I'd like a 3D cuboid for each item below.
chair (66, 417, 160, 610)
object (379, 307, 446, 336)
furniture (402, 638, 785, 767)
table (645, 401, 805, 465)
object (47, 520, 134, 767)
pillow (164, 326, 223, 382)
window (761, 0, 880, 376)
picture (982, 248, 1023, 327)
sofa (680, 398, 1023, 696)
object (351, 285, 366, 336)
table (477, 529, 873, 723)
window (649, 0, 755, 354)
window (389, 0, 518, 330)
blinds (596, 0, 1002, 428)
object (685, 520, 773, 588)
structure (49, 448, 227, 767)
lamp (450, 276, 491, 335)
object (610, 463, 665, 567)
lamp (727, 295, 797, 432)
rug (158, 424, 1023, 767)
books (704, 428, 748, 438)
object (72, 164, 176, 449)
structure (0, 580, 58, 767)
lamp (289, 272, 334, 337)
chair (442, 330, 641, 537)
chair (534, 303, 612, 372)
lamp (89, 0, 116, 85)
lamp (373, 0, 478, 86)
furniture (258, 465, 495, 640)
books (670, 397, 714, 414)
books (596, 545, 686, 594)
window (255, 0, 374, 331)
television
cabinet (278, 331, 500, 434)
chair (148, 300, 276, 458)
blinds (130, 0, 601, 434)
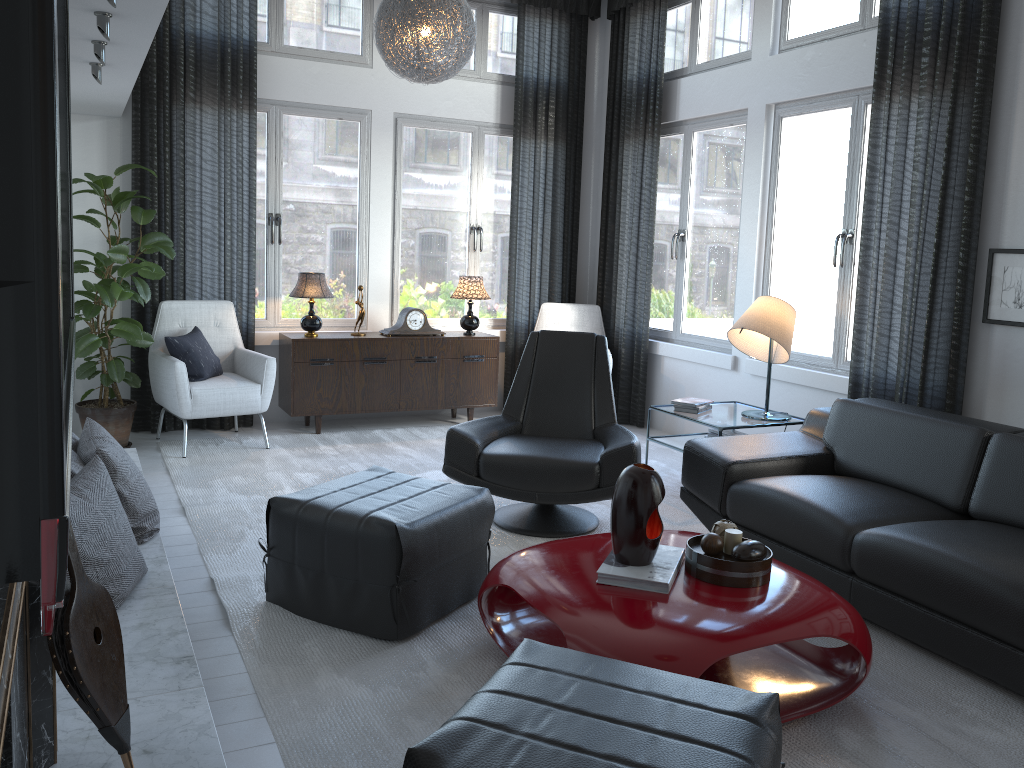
[{"bbox_3d":[-1.379,0.371,2.971,0.391,0.429,1.342,-1,9,-26],"label":"chair"},{"bbox_3d":[-0.656,-0.415,5.864,0.406,0.180,0.181,-2,9,-26],"label":"object"},{"bbox_3d":[0.161,0.787,1.614,0.599,0.376,0.616,6,9,22],"label":"furniture"},{"bbox_3d":[1.098,0.350,4.546,0.593,0.408,0.596,-2,9,-26],"label":"table"},{"bbox_3d":[-0.801,0.487,1.672,0.197,0.578,0.175,9,9,44],"label":"object"},{"bbox_3d":[-1.829,-0.172,5.116,0.252,0.294,0.358,2,8,0],"label":"pillow"},{"bbox_3d":[1.778,-1.199,4.583,0.133,2.312,1.274,-1,8,-26],"label":"window"},{"bbox_3d":[2.176,-0.397,3.696,0.020,0.325,0.429,-1,9,-26],"label":"picture"},{"bbox_3d":[1.535,0.477,3.125,0.937,0.614,1.913,-2,9,-26],"label":"sofa"},{"bbox_3d":[-0.987,-0.475,5.708,0.096,0.323,0.097,-1,8,-27],"label":"object"},{"bbox_3d":[0.449,0.680,2.585,0.942,0.299,0.943,-2,10,-26],"label":"table"},{"bbox_3d":[1.154,-1.417,5.846,0.133,2.312,1.274,-1,8,-26],"label":"window"},{"bbox_3d":[-0.246,-1.541,6.305,1.268,2.312,0.134,-1,7,-26],"label":"window"},{"bbox_3d":[1.329,-1.184,5.174,0.189,3.262,3.227,-1,8,-26],"label":"blinds"},{"bbox_3d":[0.623,0.480,2.546,0.243,0.132,0.243,4,8,11],"label":"object"},{"bbox_3d":[-0.462,0.945,1.116,0.393,0.134,7.241,-2,10,-26],"label":"structure"},{"bbox_3d":[-0.283,-0.533,6.019,0.280,0.395,0.282,2,7,-1],"label":"lamp"},{"bbox_3d":[0.356,0.366,2.514,0.151,0.279,0.153,4,7,13],"label":"object"},{"bbox_3d":[1.578,0.116,4.168,1.171,1.010,0.476,8,9,38],"label":"lamp"},{"bbox_3d":[0.952,0.877,2.392,2.955,0.032,7.806,-2,10,-26],"label":"rug"},{"bbox_3d":[1.126,0.278,4.622,0.177,0.053,0.231,-1,9,-22],"label":"books"},{"bbox_3d":[-2.173,-0.405,4.822,0.937,1.582,0.641,5,7,19],"label":"object"},{"bbox_3d":[-0.784,0.588,0.918,0.521,0.919,1.694,-1,9,-26],"label":"structure"},{"bbox_3d":[-1.253,-0.496,5.542,0.280,0.395,0.282,2,7,-1],"label":"lamp"},{"bbox_3d":[0.187,0.191,4.006,0.841,0.806,0.808,4,8,11],"label":"chair"},{"bbox_3d":[0.394,-0.138,6.214,0.594,0.819,0.615,3,7,4],"label":"chair"},{"bbox_3d":[-0.764,-0.936,1.730,0.053,0.081,4.273,-1,9,-26],"label":"lamp"},{"bbox_3d":[-0.422,-2.166,4.436,0.513,1.300,0.517,-2,8,-32],"label":"lamp"},{"bbox_3d":[-0.450,0.545,3.034,0.615,0.376,0.601,6,9,27],"label":"furniture"},{"bbox_3d":[0.934,0.111,4.595,0.161,0.049,0.215,8,11,35],"label":"books"},{"bbox_3d":[0.375,0.519,2.543,0.201,0.030,0.307,5,9,18],"label":"books"},{"bbox_3d":[-1.519,-1.493,5.679,1.268,2.312,0.134,-1,7,-26],"label":"window"},{"bbox_3d":[-0.531,-0.304,0.919,0.129,0.748,1.164,-1,9,-26],"label":"television"},{"bbox_3d":[-0.801,-0.024,5.882,1.399,0.610,0.388,-2,8,-26],"label":"cabinet"},{"bbox_3d":[-1.758,-0.059,5.171,0.594,0.819,0.615,-3,9,-36],"label":"chair"},{"bbox_3d":[-0.830,-1.376,5.888,3.213,3.263,0.189,-2,8,-26],"label":"blinds"}]
